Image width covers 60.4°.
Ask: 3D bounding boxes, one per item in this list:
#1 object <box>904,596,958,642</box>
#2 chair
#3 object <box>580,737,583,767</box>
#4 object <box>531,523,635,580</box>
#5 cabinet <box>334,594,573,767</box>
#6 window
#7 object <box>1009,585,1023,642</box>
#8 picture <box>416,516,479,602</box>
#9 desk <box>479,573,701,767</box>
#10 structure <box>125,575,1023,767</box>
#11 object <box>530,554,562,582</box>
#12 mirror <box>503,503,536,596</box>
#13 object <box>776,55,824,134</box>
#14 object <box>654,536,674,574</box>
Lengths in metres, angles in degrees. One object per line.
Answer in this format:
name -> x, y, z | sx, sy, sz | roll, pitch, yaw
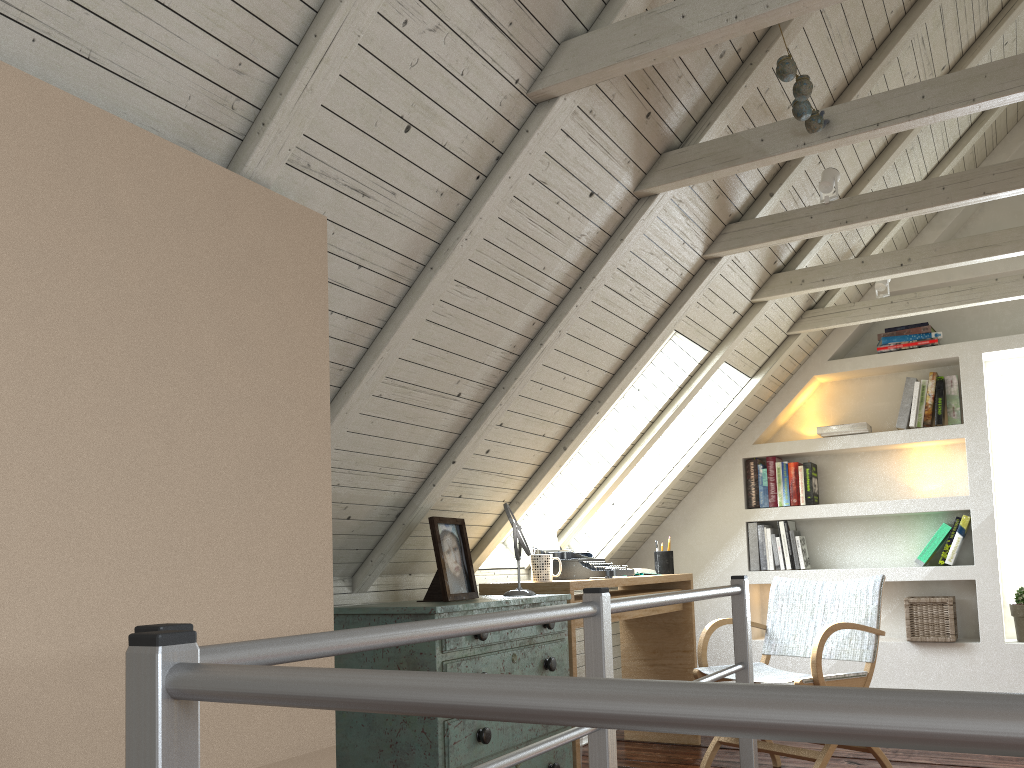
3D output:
object -> 1.977, 1.106, 4.148 | 0.206, 0.198, 0.207 | -7, -10, 30
chair -> 1.063, 1.131, 3.343 | 0.561, 0.781, 0.557 | 3, -9, -35
object -> 0.163, 1.409, 3.283 | 0.225, 0.249, 0.226 | -5, -9, 24
object -> 0.293, 0.680, 3.614 | 0.356, 0.235, 0.393 | -6, -11, 25
cabinet -> -0.142, 1.055, 2.727 | 0.418, 0.757, 0.811 | -5, -9, 30
window -> 1.233, 0.409, 3.732 | 3.097, 1.356, 1.423 | -3, -8, 8
object -> 2.341, 1.028, 3.975 | 0.160, 0.267, 0.161 | -5, -7, 22
picture -> -0.217, 0.547, 2.746 | 0.147, 0.255, 0.203 | -5, -8, 24
desk -> 0.385, 1.221, 3.708 | 0.379, 0.794, 1.338 | -5, -10, 29
structure -> 0.474, 0.739, 1.059 | 0.841, 0.981, 1.656 | -6, -11, 29
object -> 0.122, 0.680, 3.248 | 0.108, 0.099, 0.084 | 1, -8, -19
mirror -> 0.021, 0.562, 3.000 | 0.112, 0.315, 0.209 | 0, -7, -16
object -> 0.628, -0.618, 1.899 | 0.060, 0.066, 0.287 | -6, -12, 28
object -> 0.724, 0.819, 4.194 | 0.088, 0.183, 0.089 | -1, -6, -6
